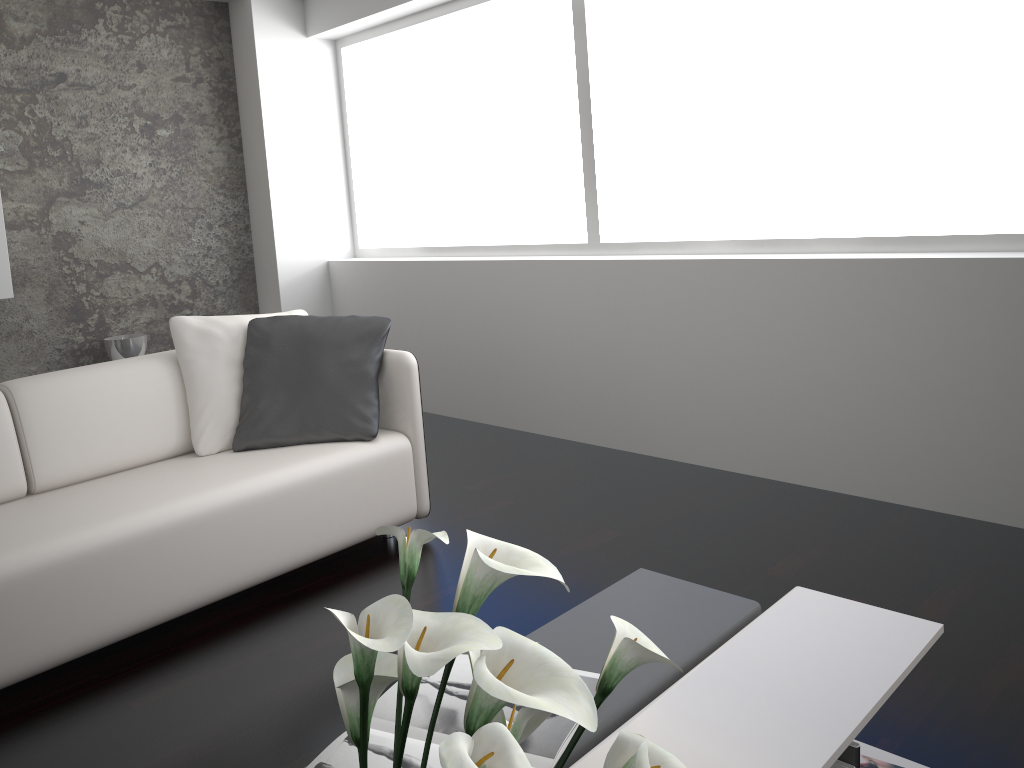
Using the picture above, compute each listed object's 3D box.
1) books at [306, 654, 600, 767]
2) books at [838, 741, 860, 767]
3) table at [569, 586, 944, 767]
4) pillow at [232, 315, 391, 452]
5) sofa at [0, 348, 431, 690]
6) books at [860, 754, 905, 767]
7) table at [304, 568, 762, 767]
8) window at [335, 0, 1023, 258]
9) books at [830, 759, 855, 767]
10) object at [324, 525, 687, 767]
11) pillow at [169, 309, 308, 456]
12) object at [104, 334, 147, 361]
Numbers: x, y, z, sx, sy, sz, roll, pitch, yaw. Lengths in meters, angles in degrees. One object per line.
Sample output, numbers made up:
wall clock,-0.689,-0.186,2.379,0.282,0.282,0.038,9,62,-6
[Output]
books,-0.099,0.566,1.382,0.358,0.016,0.558,1,13,26
books,0.456,0.686,1.453,0.234,0.260,0.051,4,9,44
table,0.379,0.688,1.420,0.299,0.310,0.981,4,13,43
pillow,-0.703,-0.025,3.160,0.551,0.431,0.338,-4,8,2
sofa,-1.404,0.348,2.647,0.922,0.651,2.269,5,14,43
books,0.606,0.752,1.591,0.227,0.016,0.267,4,14,36
table,-0.025,0.711,1.459,0.299,0.309,1.274,4,14,44
window,1.737,-1.124,2.822,0.111,1.412,8.087,-9,12,-43
books,0.438,0.704,1.431,0.228,0.235,0.070,4,10,44
object,-0.013,0.576,0.931,0.446,0.787,0.383,-1,7,29
pillow,-0.951,-0.027,3.281,0.594,0.501,0.300,-12,10,-39
object,-2.124,-0.167,4.861,0.216,0.188,0.218,3,12,40
